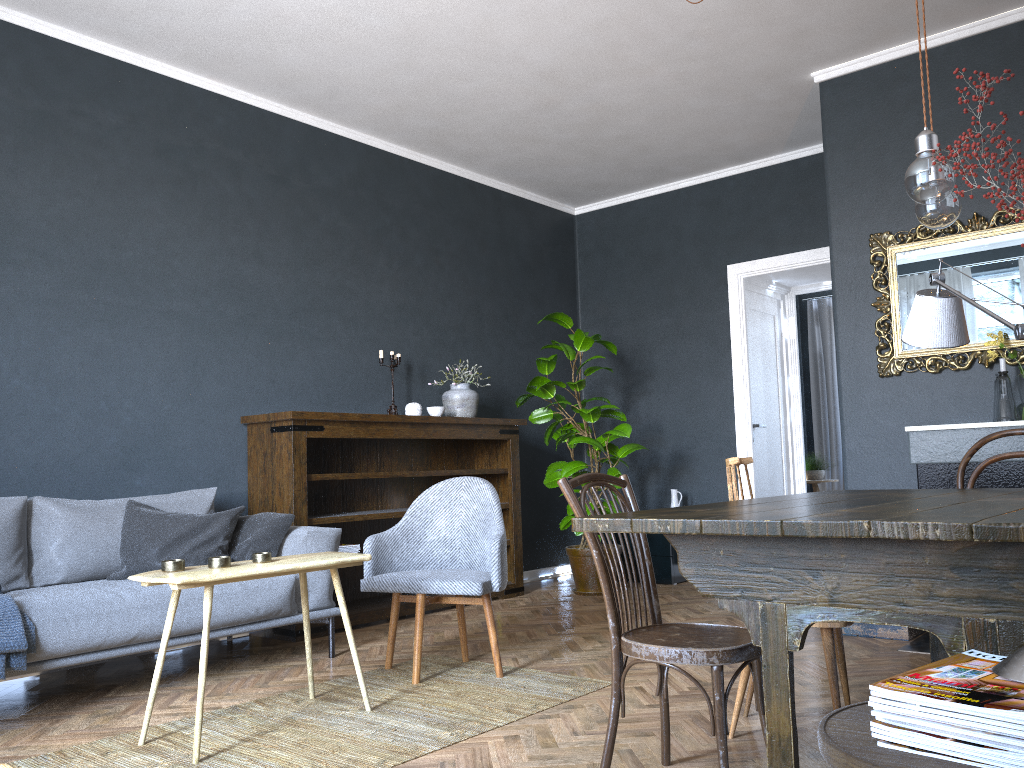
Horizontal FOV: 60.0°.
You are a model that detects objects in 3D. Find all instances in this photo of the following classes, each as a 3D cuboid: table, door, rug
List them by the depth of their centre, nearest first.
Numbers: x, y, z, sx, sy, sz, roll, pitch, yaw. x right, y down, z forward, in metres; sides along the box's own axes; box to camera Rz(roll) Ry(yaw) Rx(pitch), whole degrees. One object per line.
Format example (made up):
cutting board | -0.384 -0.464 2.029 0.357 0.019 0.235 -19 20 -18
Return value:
table | 1.083 0.649 2.176 1.127 0.726 1.605 -6 -7 39
rug | -0.620 1.145 2.967 1.004 0.013 2.012 -6 -7 39
table | -0.847 0.881 2.995 0.340 0.549 0.788 -6 -7 39
door | 1.947 0.334 6.808 0.162 2.184 0.857 -6 -6 39
table | 3.385 1.205 9.909 0.731 0.959 0.595 2 -6 -36

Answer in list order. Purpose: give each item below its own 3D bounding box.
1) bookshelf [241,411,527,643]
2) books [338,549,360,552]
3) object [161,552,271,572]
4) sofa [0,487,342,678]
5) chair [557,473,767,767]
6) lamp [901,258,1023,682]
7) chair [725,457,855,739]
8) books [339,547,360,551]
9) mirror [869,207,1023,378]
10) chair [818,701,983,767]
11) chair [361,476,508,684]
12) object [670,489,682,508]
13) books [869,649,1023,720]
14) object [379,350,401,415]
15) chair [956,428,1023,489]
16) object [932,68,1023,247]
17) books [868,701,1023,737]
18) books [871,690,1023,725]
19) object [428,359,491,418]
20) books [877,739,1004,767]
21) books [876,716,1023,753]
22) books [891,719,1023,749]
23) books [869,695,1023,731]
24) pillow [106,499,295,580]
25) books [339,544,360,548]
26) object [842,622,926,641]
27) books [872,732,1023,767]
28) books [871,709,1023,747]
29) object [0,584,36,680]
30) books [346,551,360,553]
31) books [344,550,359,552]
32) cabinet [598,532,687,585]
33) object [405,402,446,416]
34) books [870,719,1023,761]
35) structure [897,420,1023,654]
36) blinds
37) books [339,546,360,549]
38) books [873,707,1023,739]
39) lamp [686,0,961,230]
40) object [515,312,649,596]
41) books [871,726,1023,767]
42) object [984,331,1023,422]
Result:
bookshelf | -0.665 0.791 5.348 0.451 1.170 1.919 -6 -7 39
books | -1.017 0.911 4.837 0.219 0.008 0.305 -7 -8 43
object | -0.963 0.588 2.932 0.369 0.033 0.103 3 -7 -40
sofa | -1.831 0.841 3.543 0.971 0.797 2.341 -6 -7 39
chair | 0.411 0.635 2.293 0.467 0.819 0.363 -6 -6 39
lamp | 0.785 0.275 1.293 0.242 1.068 0.801 -1 -5 -6
chair | 0.870 0.652 2.761 0.384 0.855 0.456 -4 -5 25
books | -1.019 0.905 4.839 0.219 0.008 0.305 -7 -8 43
mirror | 2.325 -0.463 4.388 1.057 0.783 0.067 -6 -6 39
chair | 0.690 0.467 1.173 0.549 0.919 0.438 -6 -6 37
chair | -0.300 0.803 3.757 0.645 0.810 0.495 -3 -5 18
object | 1.106 0.905 6.498 0.228 0.267 0.229 0 -5 -17
books | 0.671 0.405 1.211 0.305 0.013 0.219 3 -7 -38
object | -0.759 0.003 5.522 0.130 0.437 0.145 -1 -5 -14
chair | 1.617 0.597 2.830 0.438 0.919 0.549 -6 -6 42
object | 1.261 -0.226 1.784 0.639 0.929 0.557 -3 -5 10
books | 0.669 0.428 1.214 0.304 0.008 0.219 3 -7 -39
books | 0.673 0.413 1.210 0.304 0.008 0.219 3 -7 -38
object | -0.346 0.031 5.816 0.385 0.412 0.275 -3 -5 18
books | 0.676 0.480 1.215 0.304 0.008 0.219 3 -8 -43
books | 0.679 0.451 1.214 0.288 0.008 0.219 2 -7 -37
books | 0.679 0.446 1.214 0.288 0.008 0.219 2 -7 -37
books | 0.670 0.421 1.213 0.304 0.008 0.219 3 -7 -39
pillow | -1.398 0.691 4.002 0.797 0.361 0.443 2 -6 -32
books | -1.021 0.889 4.844 0.219 0.013 0.305 -7 -8 44
object | 1.819 1.034 4.355 0.383 0.325 0.553 -6 -7 39
books | 0.677 0.473 1.217 0.305 0.007 0.219 3 -7 -38
books | 0.672 0.440 1.209 0.304 0.006 0.219 3 -7 -38
object | -1.963 0.807 2.904 0.490 0.329 0.667 -7 -7 44
books | -1.020 0.924 4.840 0.219 0.006 0.305 -7 -8 44
books | -1.020 0.918 4.835 0.219 0.008 0.288 -7 -8 43
cabinet | 0.996 1.242 6.529 0.651 0.389 0.456 -6 -7 39
object | -0.541 0.164 5.533 0.255 0.103 0.118 -2 -5 5
books | 0.675 0.457 1.219 0.305 0.013 0.219 3 -7 -38
structure | 2.320 0.652 3.854 1.066 0.980 0.834 -6 -7 39
blinds | 5.179 0.183 9.517 3.996 2.785 0.312 -6 -6 39
books | -1.022 0.897 4.843 0.219 0.008 0.305 -7 -8 44
books | 0.673 0.435 1.214 0.288 0.008 0.219 3 -7 -39
lamp | 0.688 -1.133 2.840 0.583 1.572 1.593 0 -5 -19
object | 0.462 0.465 6.075 1.119 1.896 0.764 -5 -6 33
books | 0.675 0.465 1.216 0.304 0.008 0.219 3 -7 -38
object | 2.484 -0.109 3.967 0.727 0.546 0.474 -7 -7 42
